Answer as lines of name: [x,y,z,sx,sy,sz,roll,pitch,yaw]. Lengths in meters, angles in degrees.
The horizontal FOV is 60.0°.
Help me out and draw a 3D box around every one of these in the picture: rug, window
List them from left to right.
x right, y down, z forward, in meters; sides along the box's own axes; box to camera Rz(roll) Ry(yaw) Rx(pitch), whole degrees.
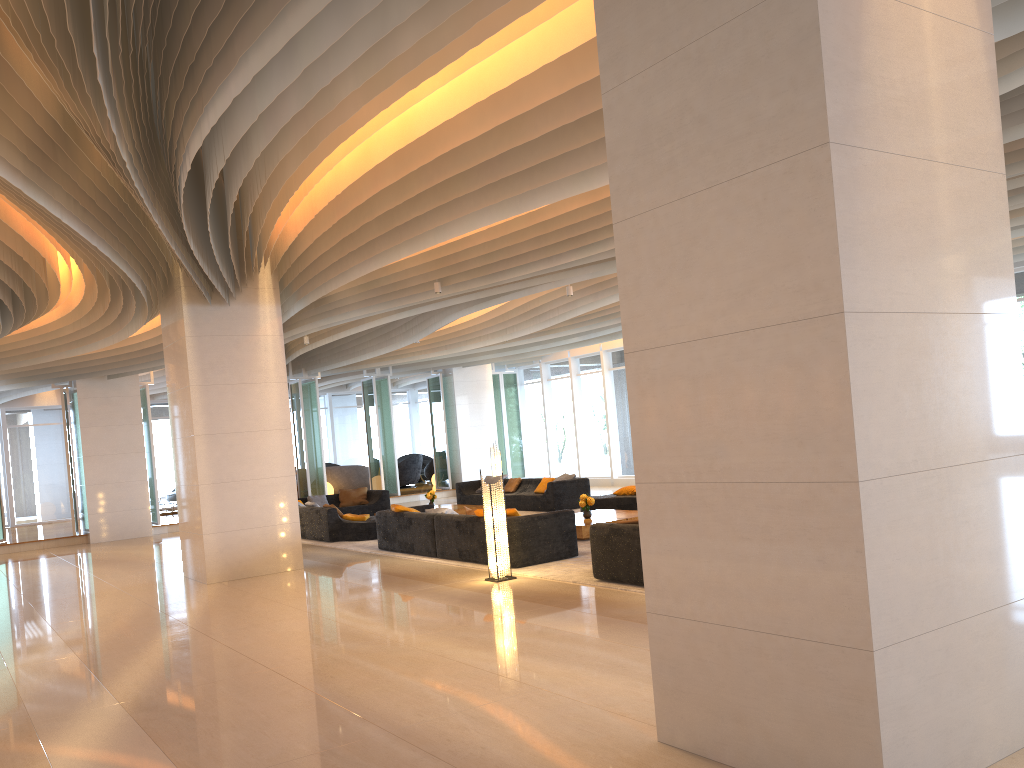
rug: [1.024,2.215,13.361,5.591,0.022,16.008,-3,-4,-34]
window: [3.303,0.406,17.442,53.919,3.218,22.396,-6,-3,21]

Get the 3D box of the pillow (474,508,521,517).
pillow: [-0.055,1.666,10.717,0.630,0.377,0.555,-7,-3,34]

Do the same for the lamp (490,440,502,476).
lamp: [-0.348,2.046,20.805,0.253,1.450,0.247,-5,0,-34]

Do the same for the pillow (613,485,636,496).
pillow: [2.048,1.879,15.560,0.444,0.192,0.592,-6,-3,21]

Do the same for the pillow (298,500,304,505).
pillow: [-4.141,2.392,17.036,0.418,0.335,0.328,-6,-2,22]

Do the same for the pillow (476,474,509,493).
pillow: [-0.452,2.220,19.674,0.630,0.377,0.555,-7,-3,34]

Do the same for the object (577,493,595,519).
object: [1.087,1.771,12.924,0.237,0.377,0.264,-5,-1,-12]

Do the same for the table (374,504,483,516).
table: [-1.609,2.561,17.324,1.623,0.220,1.580,-3,-4,-34]

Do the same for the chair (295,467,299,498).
chair: [-6.369,2.850,25.143,1.496,1.005,1.153,-7,-3,44]

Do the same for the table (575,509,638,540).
table: [1.188,2.072,13.094,1.623,0.220,1.580,-3,-4,-34]

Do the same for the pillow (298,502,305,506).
pillow: [-3.994,2.369,16.734,0.554,0.376,0.643,-3,-3,-38]

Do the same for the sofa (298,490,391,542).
sofa: [-2.940,2.445,17.104,2.865,0.653,5.022,-3,-4,-34]

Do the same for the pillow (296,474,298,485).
pillow: [-6.092,2.721,24.938,0.470,0.408,0.497,-4,-2,-32]

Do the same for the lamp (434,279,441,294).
lamp: [-1.046,-1.959,11.781,0.090,1.506,0.088,-5,0,-43]

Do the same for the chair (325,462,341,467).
chair: [-5.523,2.934,27.856,1.120,1.005,1.541,-6,-3,39]

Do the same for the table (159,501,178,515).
table: [-9.403,3.412,24.326,1.093,0.318,0.809,-3,-3,-27]

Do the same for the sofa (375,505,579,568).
sofa: [-0.625,1.974,11.853,0.955,0.582,3.728,-3,-4,-34]

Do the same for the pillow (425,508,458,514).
pillow: [-0.902,1.881,12.139,0.426,0.377,0.579,-4,-3,-32]

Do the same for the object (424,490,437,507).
object: [-1.598,2.272,17.524,0.236,0.377,0.265,-5,-1,-2]

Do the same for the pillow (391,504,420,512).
pillow: [-1.456,1.910,12.834,0.550,0.377,0.635,-5,-2,-12]

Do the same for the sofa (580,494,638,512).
sofa: [2.679,1.835,14.407,1.371,0.582,4.088,-3,-4,-35]

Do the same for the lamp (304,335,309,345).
lamp: [-3.787,-1.471,16.074,0.088,1.506,0.089,-5,0,11]

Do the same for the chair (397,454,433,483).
chair: [-3.232,2.889,30.511,1.533,1.005,1.126,-4,-2,-21]

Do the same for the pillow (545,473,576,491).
pillow: [0.949,1.975,17.556,0.550,0.377,0.635,-5,-2,-12]

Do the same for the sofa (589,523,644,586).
sofa: [1.637,1.601,8.765,1.374,0.576,2.223,-3,-4,-34]

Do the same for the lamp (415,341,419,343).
lamp: [-1.924,-1.559,17.347,0.088,1.506,0.089,-5,0,11]

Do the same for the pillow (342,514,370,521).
pillow: [-2.652,2.268,15.123,0.410,0.136,0.417,-5,-3,0]

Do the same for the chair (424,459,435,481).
chair: [-2.134,2.695,28.828,1.538,1.005,1.122,-4,-2,-31]

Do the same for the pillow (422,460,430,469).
pillow: [-2.926,2.779,30.690,0.505,0.408,0.462,-5,-2,-7]

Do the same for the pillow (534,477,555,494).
pillow: [0.660,2.053,17.968,0.326,0.312,0.402,-4,-2,-32]

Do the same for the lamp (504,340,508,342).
lamp: [-0.202,-1.641,18.526,0.088,1.506,0.089,-5,0,11]

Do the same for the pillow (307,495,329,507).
pillow: [-4.126,2.524,18.907,0.413,0.312,0.318,-4,-2,-32]

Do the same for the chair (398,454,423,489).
chair: [-3.368,2.728,27.543,1.122,1.005,1.538,-6,-2,29]

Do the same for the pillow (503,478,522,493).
pillow: [-0.006,2.169,18.974,0.326,0.312,0.402,-4,-2,-36]

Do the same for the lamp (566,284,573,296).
lamp: [0.787,-2.045,13.044,0.088,1.506,0.090,-5,0,29]

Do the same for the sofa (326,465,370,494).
sofa: [-5.058,2.832,25.899,2.542,0.901,1.119,-6,-2,15]

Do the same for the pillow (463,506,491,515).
pillow: [-0.341,1.744,11.286,0.450,0.409,0.594,-4,-2,-32]

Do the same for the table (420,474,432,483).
table: [-2.585,3.130,29.693,1.093,0.318,0.809,-3,-3,-27]

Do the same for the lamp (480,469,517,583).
lamp: [-0.172,1.502,9.511,0.253,1.198,0.247,-5,0,-34]

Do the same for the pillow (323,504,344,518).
pillow: [-3.029,2.204,15.243,0.333,0.311,0.418,-4,-2,-32]

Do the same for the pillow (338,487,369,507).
pillow: [-3.464,2.466,19.382,0.642,0.377,0.544,-4,-2,-12]

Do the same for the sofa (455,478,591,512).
sofa: [0.152,2.294,18.538,0.955,0.582,3.728,-3,-4,-34]

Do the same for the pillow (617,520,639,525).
pillow: [1.352,1.453,8.562,0.402,0.391,0.597,-4,-2,-31]

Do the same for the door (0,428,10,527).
door: [-14.729,2.634,24.318,1.479,2.770,0.059,-5,0,-34]
